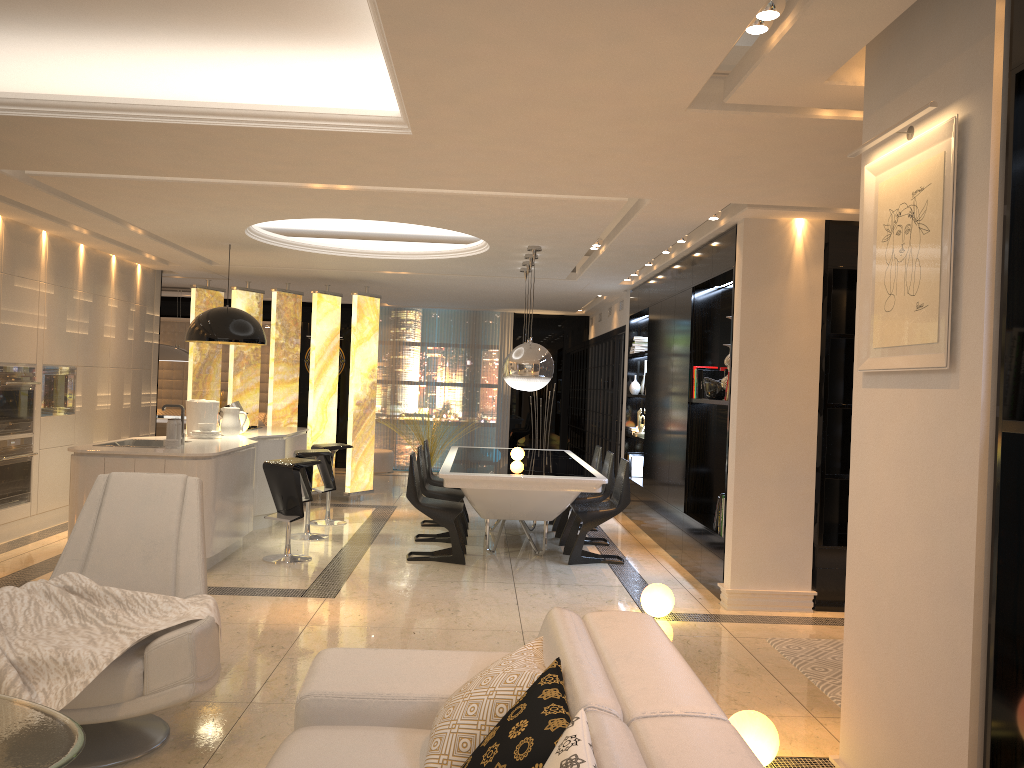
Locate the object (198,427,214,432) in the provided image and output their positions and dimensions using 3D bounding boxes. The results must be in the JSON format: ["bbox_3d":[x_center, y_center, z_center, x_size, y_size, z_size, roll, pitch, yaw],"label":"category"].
[{"bbox_3d":[-2.651,0.396,7.680,0.138,0.051,0.138,2,0,-44],"label":"object"}]

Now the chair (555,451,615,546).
[{"bbox_3d":[0.681,1.056,8.307,0.496,0.858,0.523,2,0,-2],"label":"chair"}]

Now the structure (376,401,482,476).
[{"bbox_3d":[-1.280,0.846,13.617,1.282,1.142,1.275,2,0,44],"label":"structure"}]

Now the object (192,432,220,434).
[{"bbox_3d":[-2.652,0.425,7.680,0.229,0.016,0.229,2,0,28],"label":"object"}]

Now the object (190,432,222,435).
[{"bbox_3d":[-2.652,0.441,7.680,0.264,0.033,0.264,2,0,-33],"label":"object"}]

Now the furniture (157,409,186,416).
[{"bbox_3d":[-6.133,0.829,14.811,1.312,0.810,1.107,2,0,-2],"label":"furniture"}]

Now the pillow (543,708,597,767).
[{"bbox_3d":[0.027,0.852,1.546,0.255,0.399,0.526,2,0,-2],"label":"pillow"}]

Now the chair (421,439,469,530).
[{"bbox_3d":[-0.668,1.005,9.004,0.496,0.858,0.523,2,0,-2],"label":"chair"}]

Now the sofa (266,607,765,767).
[{"bbox_3d":[-0.085,1.069,1.939,1.145,0.754,2.328,2,0,-2],"label":"sofa"}]

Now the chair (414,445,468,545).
[{"bbox_3d":[-0.639,1.005,8.156,0.496,0.858,0.523,2,0,-2],"label":"chair"}]

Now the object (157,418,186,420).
[{"bbox_3d":[-5.162,0.485,12.594,1.605,0.026,0.028,2,0,3],"label":"object"}]

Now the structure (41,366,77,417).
[{"bbox_3d":[-4.374,0.057,8.129,0.446,0.450,0.659,2,0,-2],"label":"structure"}]

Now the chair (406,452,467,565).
[{"bbox_3d":[-0.608,1.005,7.289,0.496,0.858,0.523,2,0,-2],"label":"chair"}]

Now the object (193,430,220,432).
[{"bbox_3d":[-2.652,0.416,7.680,0.229,0.016,0.229,2,0,28],"label":"object"}]

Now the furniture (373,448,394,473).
[{"bbox_3d":[-2.237,1.202,13.993,0.735,0.357,0.735,2,0,0],"label":"furniture"}]

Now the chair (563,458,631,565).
[{"bbox_3d":[0.711,1.055,7.459,0.496,0.858,0.523,2,0,-2],"label":"chair"}]

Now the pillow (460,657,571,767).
[{"bbox_3d":[-0.033,0.865,2.002,0.323,0.355,0.524,2,0,-1],"label":"pillow"}]

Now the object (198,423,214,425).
[{"bbox_3d":[-2.649,0.368,7.680,0.138,0.051,0.138,2,0,-44],"label":"object"}]

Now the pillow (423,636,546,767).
[{"bbox_3d":[-0.060,0.899,2.459,0.351,0.329,0.521,2,0,-2],"label":"pillow"}]

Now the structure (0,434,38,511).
[{"bbox_3d":[-4.385,0.724,7.383,0.595,0.597,0.609,2,0,-2],"label":"structure"}]

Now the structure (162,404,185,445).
[{"bbox_3d":[-2.625,0.314,6.845,0.177,0.310,0.089,2,0,-2],"label":"structure"}]

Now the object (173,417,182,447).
[{"bbox_3d":[-2.546,0.363,6.728,0.071,0.219,0.071,2,0,-25],"label":"object"}]

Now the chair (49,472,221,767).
[{"bbox_3d":[-1.631,0.893,3.582,1.027,0.991,0.983,2,0,-3],"label":"chair"}]

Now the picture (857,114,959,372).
[{"bbox_3d":[1.255,-0.406,2.830,0.027,0.729,0.610,2,0,-2],"label":"picture"}]

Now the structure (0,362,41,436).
[{"bbox_3d":[-4.362,0.115,7.384,0.595,0.597,0.609,2,0,-2],"label":"structure"}]

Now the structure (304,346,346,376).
[{"bbox_3d":[-3.025,-0.379,14.346,0.669,0.669,0.048,2,0,-2],"label":"structure"}]

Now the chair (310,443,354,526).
[{"bbox_3d":[-1.831,0.995,8.871,0.380,0.789,0.380,2,0,-34],"label":"chair"}]

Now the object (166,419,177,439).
[{"bbox_3d":[-2.542,0.363,6.621,0.071,0.219,0.071,2,0,-11],"label":"object"}]

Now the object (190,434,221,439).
[{"bbox_3d":[-2.653,0.454,7.680,0.264,0.033,0.264,2,0,-33],"label":"object"}]

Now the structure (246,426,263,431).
[{"bbox_3d":[-2.923,0.450,9.159,0.502,0.026,0.811,2,0,-2],"label":"structure"}]

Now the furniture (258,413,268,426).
[{"bbox_3d":[-4.228,0.902,14.877,1.312,0.810,1.107,2,0,-2],"label":"furniture"}]

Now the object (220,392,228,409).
[{"bbox_3d":[-4.958,0.472,15.160,0.390,0.718,0.388,2,0,-11],"label":"object"}]

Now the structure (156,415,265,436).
[{"bbox_3d":[-5.102,0.861,12.353,2.912,0.812,1.659,2,0,-2],"label":"structure"}]

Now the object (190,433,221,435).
[{"bbox_3d":[-2.653,0.447,7.680,0.264,0.033,0.264,2,0,-33],"label":"object"}]

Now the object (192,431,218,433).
[{"bbox_3d":[-2.652,0.421,7.680,0.229,0.016,0.229,2,0,28],"label":"object"}]

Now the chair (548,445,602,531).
[{"bbox_3d":[0.653,1.056,9.114,0.496,0.858,0.523,2,0,-2],"label":"chair"}]

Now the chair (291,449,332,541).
[{"bbox_3d":[-1.842,0.993,8.037,0.380,0.789,0.380,2,0,-19],"label":"chair"}]

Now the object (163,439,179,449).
[{"bbox_3d":[-2.511,0.442,6.537,0.111,0.062,0.111,2,0,19],"label":"object"}]

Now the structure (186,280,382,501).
[{"bbox_3d":[-2.705,0.082,10.515,2.180,2.555,0.448,2,0,-2],"label":"structure"}]

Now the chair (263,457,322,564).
[{"bbox_3d":[-1.767,0.995,7.036,0.380,0.789,0.380,2,0,31],"label":"chair"}]

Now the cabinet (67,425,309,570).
[{"bbox_3d":[-2.701,0.912,8.016,1.046,0.887,3.752,2,0,-2],"label":"cabinet"}]
